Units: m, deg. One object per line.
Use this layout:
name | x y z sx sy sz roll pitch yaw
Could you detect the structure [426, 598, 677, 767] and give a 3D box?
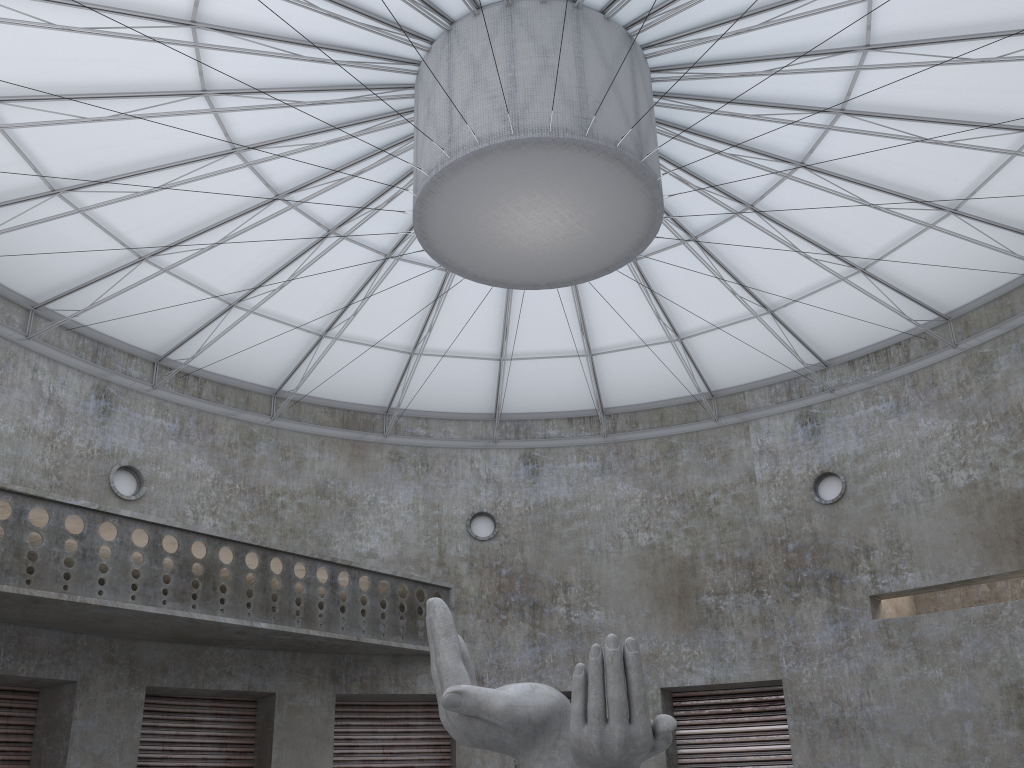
structure | 2.739 6.603 18.026 10.713 5.609 15.924 0 -24 -3
